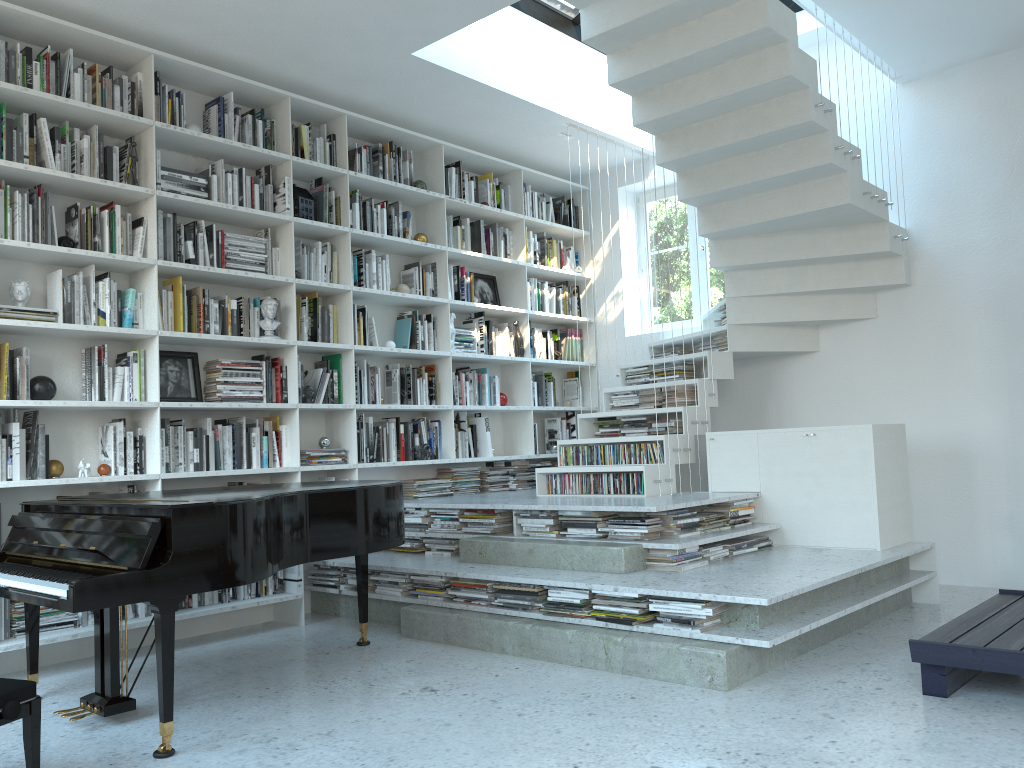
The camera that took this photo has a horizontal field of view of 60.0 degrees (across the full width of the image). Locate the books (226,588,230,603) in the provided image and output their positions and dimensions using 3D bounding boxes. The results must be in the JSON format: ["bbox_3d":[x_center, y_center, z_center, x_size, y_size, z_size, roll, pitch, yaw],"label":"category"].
[{"bbox_3d":[-1.625,1.037,4.925,0.183,0.335,0.014,-6,-5,42],"label":"books"}]

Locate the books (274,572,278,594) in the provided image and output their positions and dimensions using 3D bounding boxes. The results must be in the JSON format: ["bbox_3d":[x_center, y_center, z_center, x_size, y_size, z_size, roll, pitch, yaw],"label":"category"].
[{"bbox_3d":[-1.419,1.085,5.158,0.176,0.256,0.013,-6,-5,42],"label":"books"}]

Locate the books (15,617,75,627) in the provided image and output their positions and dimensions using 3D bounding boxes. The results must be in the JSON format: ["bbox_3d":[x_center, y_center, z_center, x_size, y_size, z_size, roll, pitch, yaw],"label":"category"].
[{"bbox_3d":[-2.251,1.129,4.233,0.161,0.007,0.254,-6,-5,38],"label":"books"}]

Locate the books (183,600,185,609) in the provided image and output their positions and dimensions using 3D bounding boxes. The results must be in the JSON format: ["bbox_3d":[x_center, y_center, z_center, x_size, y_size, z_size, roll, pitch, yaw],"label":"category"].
[{"bbox_3d":[-1.795,1.080,4.757,0.128,0.238,0.012,-6,-5,42],"label":"books"}]

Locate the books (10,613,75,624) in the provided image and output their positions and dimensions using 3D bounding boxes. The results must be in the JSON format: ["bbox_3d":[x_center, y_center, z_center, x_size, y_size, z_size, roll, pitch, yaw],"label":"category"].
[{"bbox_3d":[-2.252,1.108,4.234,0.159,0.007,0.285,-6,-5,38],"label":"books"}]

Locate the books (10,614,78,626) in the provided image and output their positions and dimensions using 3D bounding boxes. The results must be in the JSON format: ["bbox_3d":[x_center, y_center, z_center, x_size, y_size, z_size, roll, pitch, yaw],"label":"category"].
[{"bbox_3d":[-2.255,1.122,4.236,0.159,0.007,0.285,-6,-6,44],"label":"books"}]

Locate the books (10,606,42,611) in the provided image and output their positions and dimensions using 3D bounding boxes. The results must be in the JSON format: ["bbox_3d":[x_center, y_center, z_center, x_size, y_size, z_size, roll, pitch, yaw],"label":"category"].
[{"bbox_3d":[-2.262,1.052,4.240,0.159,0.005,0.285,-6,-6,43],"label":"books"}]

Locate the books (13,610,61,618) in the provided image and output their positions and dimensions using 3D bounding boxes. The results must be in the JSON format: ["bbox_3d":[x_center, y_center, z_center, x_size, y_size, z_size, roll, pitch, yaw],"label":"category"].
[{"bbox_3d":[-2.258,1.088,4.239,0.161,0.007,0.254,-6,-6,43],"label":"books"}]

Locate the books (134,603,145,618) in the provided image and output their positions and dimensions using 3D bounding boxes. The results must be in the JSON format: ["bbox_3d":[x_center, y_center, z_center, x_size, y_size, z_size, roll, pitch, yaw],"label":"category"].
[{"bbox_3d":[-1.944,1.061,4.555,0.189,0.260,0.024,-6,-5,42],"label":"books"}]

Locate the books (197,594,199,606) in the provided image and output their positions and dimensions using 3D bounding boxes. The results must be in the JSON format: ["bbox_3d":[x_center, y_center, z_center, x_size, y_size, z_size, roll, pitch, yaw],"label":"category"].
[{"bbox_3d":[-1.753,1.104,4.817,0.143,0.196,0.030,-6,-5,42],"label":"books"}]

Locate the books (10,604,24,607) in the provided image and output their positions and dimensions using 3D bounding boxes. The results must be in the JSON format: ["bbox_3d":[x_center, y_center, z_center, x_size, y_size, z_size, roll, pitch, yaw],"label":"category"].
[{"bbox_3d":[-2.257,1.035,4.236,0.159,0.005,0.285,-6,-5,38],"label":"books"}]

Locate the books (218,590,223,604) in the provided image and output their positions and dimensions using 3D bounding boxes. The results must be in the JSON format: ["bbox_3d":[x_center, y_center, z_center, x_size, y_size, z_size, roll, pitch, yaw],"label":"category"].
[{"bbox_3d":[-1.651,1.061,4.901,0.185,0.285,0.013,-6,-5,42],"label":"books"}]

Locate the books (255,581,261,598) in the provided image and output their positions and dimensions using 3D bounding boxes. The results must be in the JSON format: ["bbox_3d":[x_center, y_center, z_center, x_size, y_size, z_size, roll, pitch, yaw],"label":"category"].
[{"bbox_3d":[-1.496,1.050,5.059,0.186,0.317,0.013,-6,-5,42],"label":"books"}]

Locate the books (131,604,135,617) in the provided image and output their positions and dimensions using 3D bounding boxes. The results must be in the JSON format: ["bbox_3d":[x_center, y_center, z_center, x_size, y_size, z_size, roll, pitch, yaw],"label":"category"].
[{"bbox_3d":[-1.983,1.063,4.557,0.132,0.259,0.025,-6,-5,42],"label":"books"}]

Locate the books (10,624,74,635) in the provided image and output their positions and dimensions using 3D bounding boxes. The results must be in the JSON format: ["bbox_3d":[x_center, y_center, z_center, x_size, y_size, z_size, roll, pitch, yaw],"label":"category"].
[{"bbox_3d":[-2.251,1.163,4.229,0.254,0.007,0.161,2,-6,-44],"label":"books"}]

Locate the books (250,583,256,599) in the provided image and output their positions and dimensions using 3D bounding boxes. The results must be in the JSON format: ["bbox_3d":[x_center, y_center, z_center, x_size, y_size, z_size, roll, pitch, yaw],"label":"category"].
[{"bbox_3d":[-1.510,1.082,5.033,0.187,0.251,0.044,-6,-5,42],"label":"books"}]

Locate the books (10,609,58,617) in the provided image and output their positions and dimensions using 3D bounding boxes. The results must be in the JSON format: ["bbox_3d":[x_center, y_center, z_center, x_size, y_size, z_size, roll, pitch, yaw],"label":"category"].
[{"bbox_3d":[-2.259,1.081,4.240,0.159,0.007,0.285,-6,-6,43],"label":"books"}]

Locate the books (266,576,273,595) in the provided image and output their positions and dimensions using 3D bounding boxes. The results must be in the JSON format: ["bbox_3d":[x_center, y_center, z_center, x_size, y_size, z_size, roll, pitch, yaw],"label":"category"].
[{"bbox_3d":[-1.446,1.109,5.121,0.191,0.205,0.022,-6,-5,42],"label":"books"}]

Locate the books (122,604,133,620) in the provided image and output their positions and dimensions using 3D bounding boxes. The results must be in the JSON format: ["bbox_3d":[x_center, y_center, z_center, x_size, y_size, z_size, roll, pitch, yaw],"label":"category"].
[{"bbox_3d":[-2.006,1.052,4.512,0.181,0.275,0.073,-6,-5,42],"label":"books"}]

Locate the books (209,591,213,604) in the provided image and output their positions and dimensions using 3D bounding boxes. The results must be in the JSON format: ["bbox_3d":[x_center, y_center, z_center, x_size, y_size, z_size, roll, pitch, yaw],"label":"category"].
[{"bbox_3d":[-1.691,1.073,4.876,0.132,0.261,0.028,-6,-5,42],"label":"books"}]

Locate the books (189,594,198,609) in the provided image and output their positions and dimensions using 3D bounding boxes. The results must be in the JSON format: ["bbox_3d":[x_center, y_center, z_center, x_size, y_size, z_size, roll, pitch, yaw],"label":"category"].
[{"bbox_3d":[-1.750,1.096,4.776,0.175,0.206,0.028,-6,-5,42],"label":"books"}]

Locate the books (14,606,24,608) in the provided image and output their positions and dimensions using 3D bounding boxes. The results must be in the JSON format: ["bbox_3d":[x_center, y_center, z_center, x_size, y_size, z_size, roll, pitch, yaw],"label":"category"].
[{"bbox_3d":[-2.264,1.041,4.242,0.161,0.005,0.254,-6,-6,42],"label":"books"}]

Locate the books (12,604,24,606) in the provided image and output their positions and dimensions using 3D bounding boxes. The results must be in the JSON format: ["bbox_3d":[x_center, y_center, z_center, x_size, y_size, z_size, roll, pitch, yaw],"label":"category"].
[{"bbox_3d":[-2.256,1.030,4.239,0.254,0.005,0.161,2,-6,-44],"label":"books"}]

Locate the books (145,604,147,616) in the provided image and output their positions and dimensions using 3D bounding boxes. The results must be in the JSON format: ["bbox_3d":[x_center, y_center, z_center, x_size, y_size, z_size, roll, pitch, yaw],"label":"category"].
[{"bbox_3d":[-1.938,1.103,4.581,0.171,0.179,0.024,-6,-5,42],"label":"books"}]

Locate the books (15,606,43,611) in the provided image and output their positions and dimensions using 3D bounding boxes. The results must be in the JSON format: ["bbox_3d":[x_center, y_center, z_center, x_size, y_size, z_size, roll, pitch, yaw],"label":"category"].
[{"bbox_3d":[-2.261,1.057,4.239,0.161,0.005,0.254,-6,-6,41],"label":"books"}]

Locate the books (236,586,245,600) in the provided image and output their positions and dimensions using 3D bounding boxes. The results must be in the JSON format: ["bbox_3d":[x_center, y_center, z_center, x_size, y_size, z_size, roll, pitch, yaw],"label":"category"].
[{"bbox_3d":[-1.557,1.103,4.984,0.180,0.205,0.010,-6,-5,42],"label":"books"}]

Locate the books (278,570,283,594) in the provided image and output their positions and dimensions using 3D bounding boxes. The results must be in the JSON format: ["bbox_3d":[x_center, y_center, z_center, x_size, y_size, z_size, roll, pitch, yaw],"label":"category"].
[{"bbox_3d":[-1.400,1.104,5.169,0.191,0.217,0.029,-6,-5,42],"label":"books"}]

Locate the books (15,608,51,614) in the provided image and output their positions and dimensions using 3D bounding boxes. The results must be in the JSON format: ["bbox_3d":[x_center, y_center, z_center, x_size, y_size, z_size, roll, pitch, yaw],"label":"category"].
[{"bbox_3d":[-2.263,1.068,4.240,0.161,0.005,0.254,-6,-6,42],"label":"books"}]

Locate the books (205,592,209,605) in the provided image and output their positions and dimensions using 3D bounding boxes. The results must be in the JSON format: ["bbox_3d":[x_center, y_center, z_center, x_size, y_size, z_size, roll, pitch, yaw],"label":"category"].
[{"bbox_3d":[-1.711,1.086,4.854,0.138,0.234,0.030,-6,-5,42],"label":"books"}]

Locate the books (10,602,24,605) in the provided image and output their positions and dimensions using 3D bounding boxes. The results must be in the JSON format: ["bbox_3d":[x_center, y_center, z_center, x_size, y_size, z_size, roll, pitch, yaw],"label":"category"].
[{"bbox_3d":[-2.257,1.025,4.240,0.159,0.005,0.285,-6,-5,39],"label":"books"}]

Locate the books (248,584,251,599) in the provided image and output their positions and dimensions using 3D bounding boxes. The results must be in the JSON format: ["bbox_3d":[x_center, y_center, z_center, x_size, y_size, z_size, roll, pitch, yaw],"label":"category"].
[{"bbox_3d":[-1.537,1.062,5.020,0.184,0.292,0.011,-6,-5,42],"label":"books"}]

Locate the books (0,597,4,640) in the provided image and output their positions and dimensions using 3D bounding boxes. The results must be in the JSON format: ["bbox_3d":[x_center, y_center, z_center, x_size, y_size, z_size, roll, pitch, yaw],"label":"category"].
[{"bbox_3d":[-2.387,1.062,4.098,0.139,0.227,0.027,-6,-5,42],"label":"books"}]

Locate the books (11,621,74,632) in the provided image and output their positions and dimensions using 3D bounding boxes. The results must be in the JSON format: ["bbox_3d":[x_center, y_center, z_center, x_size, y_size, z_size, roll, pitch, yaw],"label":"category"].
[{"bbox_3d":[-2.257,1.150,4.234,0.161,0.007,0.254,-6,-6,43],"label":"books"}]

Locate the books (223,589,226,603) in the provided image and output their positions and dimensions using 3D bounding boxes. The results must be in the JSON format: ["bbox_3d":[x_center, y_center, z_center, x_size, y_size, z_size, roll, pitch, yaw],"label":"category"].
[{"bbox_3d":[-1.641,1.098,4.914,0.167,0.212,0.022,-6,-5,42],"label":"books"}]

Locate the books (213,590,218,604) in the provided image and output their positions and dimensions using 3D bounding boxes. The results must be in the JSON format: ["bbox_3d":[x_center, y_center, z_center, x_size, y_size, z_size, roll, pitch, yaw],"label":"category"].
[{"bbox_3d":[-1.671,1.102,4.893,0.144,0.203,0.024,-6,-5,42],"label":"books"}]

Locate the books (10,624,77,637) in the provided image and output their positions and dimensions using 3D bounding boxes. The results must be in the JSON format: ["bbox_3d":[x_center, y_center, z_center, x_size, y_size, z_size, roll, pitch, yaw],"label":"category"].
[{"bbox_3d":[-2.258,1.170,4.235,0.159,0.007,0.285,-6,-6,42],"label":"books"}]

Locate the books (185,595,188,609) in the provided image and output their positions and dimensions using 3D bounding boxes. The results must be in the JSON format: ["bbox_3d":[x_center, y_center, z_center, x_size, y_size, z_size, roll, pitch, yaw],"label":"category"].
[{"bbox_3d":[-1.791,1.062,4.770,0.154,0.276,0.012,-6,-5,42],"label":"books"}]

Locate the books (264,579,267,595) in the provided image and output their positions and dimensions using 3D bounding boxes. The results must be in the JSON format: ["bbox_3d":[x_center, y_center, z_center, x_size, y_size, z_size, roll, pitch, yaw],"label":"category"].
[{"bbox_3d":[-1.468,1.116,5.110,0.155,0.191,0.024,-6,-5,42],"label":"books"}]

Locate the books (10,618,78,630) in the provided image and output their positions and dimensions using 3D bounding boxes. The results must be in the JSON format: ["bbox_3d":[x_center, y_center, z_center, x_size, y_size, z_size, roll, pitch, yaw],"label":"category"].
[{"bbox_3d":[-2.249,1.135,4.231,0.285,0.007,0.159,2,-6,-43],"label":"books"}]

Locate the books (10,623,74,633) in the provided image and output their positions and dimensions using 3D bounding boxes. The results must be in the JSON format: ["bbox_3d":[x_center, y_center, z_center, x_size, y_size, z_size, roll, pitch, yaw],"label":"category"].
[{"bbox_3d":[-2.258,1.157,4.235,0.161,0.007,0.254,-6,-6,42],"label":"books"}]

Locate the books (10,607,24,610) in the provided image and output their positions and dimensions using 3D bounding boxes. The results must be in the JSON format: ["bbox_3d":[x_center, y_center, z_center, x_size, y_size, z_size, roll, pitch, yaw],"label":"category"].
[{"bbox_3d":[-2.262,1.046,4.240,0.159,0.005,0.285,-6,-6,41],"label":"books"}]

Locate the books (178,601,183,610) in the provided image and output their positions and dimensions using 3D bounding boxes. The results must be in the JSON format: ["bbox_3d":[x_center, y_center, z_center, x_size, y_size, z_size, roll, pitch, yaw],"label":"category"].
[{"bbox_3d":[-1.809,1.076,4.747,0.144,0.246,0.022,-6,-5,42],"label":"books"}]

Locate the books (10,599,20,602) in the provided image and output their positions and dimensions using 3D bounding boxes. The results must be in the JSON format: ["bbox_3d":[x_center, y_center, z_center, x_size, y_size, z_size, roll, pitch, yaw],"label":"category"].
[{"bbox_3d":[-2.263,1.014,4.245,0.161,0.005,0.254,-6,-6,42],"label":"books"}]

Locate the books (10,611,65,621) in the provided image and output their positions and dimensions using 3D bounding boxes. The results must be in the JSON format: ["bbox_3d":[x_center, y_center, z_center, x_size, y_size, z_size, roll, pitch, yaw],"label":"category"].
[{"bbox_3d":[-2.251,1.094,4.233,0.159,0.007,0.285,-6,-5,37],"label":"books"}]

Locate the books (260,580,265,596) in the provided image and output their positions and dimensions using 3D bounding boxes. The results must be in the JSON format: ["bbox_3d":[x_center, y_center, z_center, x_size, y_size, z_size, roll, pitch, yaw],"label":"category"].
[{"bbox_3d":[-1.474,1.081,5.093,0.171,0.258,0.011,-6,-5,42],"label":"books"}]

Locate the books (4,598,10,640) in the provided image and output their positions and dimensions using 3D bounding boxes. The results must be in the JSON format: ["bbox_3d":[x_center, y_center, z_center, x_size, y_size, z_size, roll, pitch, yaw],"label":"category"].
[{"bbox_3d":[-2.371,1.036,4.120,0.129,0.282,0.027,-6,-5,42],"label":"books"}]

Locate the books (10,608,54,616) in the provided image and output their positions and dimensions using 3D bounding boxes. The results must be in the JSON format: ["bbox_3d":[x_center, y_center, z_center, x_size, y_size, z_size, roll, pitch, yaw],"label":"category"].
[{"bbox_3d":[-2.261,1.074,4.242,0.159,0.007,0.285,-6,-6,42],"label":"books"}]

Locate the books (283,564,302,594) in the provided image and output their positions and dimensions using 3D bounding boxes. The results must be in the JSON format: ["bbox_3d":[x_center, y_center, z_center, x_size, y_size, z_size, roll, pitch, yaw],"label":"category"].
[{"bbox_3d":[-1.322,1.076,5.175,0.277,0.269,0.038,-6,-5,42],"label":"books"}]

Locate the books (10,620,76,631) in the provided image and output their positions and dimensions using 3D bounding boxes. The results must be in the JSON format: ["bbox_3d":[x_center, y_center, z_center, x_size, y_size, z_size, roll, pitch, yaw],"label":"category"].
[{"bbox_3d":[-2.252,1.142,4.230,0.159,0.007,0.285,-6,-5,38],"label":"books"}]

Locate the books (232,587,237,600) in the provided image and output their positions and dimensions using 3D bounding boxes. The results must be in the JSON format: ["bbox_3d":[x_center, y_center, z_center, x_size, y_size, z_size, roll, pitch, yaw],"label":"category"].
[{"bbox_3d":[-1.598,1.102,4.987,0.129,0.212,0.040,-6,-5,42],"label":"books"}]

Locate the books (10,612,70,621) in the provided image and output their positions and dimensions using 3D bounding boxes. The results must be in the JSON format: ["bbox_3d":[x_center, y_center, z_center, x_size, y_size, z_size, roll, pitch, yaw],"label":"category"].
[{"bbox_3d":[-2.258,1.102,4.239,0.161,0.007,0.254,-6,-6,43],"label":"books"}]

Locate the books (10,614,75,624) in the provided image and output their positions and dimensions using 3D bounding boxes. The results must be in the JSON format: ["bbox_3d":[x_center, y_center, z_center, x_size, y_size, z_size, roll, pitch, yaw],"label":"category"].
[{"bbox_3d":[-2.252,1.115,4.233,0.161,0.007,0.254,-6,-5,38],"label":"books"}]

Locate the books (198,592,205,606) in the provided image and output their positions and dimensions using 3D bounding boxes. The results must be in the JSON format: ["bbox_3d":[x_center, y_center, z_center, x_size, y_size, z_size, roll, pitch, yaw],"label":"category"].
[{"bbox_3d":[-1.728,1.055,4.833,0.155,0.294,0.026,-6,-5,42],"label":"books"}]

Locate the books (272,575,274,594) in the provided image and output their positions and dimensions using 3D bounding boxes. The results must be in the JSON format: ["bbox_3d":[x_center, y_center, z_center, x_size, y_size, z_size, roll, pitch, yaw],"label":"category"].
[{"bbox_3d":[-1.438,1.099,5.148,0.162,0.227,0.028,-6,-5,42],"label":"books"}]

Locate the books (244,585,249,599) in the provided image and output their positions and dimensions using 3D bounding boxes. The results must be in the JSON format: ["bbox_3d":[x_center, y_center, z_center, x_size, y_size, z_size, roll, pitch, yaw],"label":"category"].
[{"bbox_3d":[-1.548,1.102,5.002,0.170,0.210,0.029,-6,-5,42],"label":"books"}]

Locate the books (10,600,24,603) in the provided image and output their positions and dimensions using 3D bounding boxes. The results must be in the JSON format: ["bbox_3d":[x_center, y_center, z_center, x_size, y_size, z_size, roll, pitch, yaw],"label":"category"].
[{"bbox_3d":[-2.255,1.019,4.238,0.161,0.005,0.254,-6,-5,37],"label":"books"}]

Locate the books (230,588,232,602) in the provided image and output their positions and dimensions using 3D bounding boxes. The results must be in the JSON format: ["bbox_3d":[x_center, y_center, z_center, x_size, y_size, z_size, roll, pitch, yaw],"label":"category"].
[{"bbox_3d":[-1.615,1.061,4.935,0.185,0.288,0.014,-6,-5,42],"label":"books"}]

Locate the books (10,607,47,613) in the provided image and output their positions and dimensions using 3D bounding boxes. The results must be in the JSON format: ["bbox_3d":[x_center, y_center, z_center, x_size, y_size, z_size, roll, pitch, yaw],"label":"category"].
[{"bbox_3d":[-2.260,1.062,4.237,0.159,0.005,0.285,-6,-5,40],"label":"books"}]
